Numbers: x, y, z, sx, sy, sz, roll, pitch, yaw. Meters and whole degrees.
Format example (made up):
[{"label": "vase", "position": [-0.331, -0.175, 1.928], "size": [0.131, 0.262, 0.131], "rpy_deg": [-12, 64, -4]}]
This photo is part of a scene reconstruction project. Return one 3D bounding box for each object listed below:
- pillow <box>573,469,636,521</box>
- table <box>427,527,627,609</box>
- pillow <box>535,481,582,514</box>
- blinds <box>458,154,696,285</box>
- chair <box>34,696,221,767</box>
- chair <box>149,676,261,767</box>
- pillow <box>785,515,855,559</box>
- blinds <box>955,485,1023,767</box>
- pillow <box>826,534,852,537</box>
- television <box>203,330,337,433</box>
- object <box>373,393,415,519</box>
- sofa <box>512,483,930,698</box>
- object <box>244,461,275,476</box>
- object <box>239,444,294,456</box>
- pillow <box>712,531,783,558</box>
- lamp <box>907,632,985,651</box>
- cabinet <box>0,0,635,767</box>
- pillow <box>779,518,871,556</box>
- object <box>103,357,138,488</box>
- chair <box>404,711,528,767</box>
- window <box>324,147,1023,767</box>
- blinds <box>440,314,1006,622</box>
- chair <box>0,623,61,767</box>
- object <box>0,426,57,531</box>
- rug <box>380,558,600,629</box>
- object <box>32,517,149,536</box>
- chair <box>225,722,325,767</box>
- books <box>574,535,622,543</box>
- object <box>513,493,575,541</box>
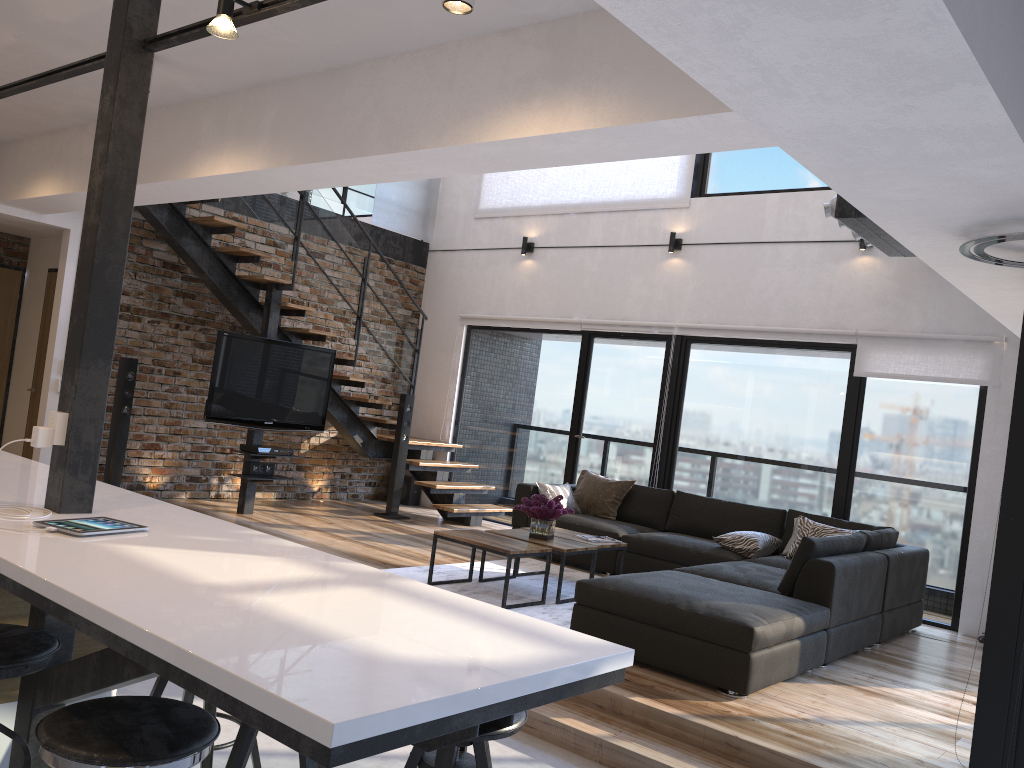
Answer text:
[{"label": "pillow", "position": [0.739, 0.958, 7.685], "size": [0.609, 0.382, 0.265], "rpy_deg": [6, -2, 40]}, {"label": "table", "position": [0.148, 1.201, 5.914], "size": [0.696, 0.350, 1.300], "rpy_deg": [6, -2, 39]}, {"label": "pillow", "position": [0.404, 0.976, 7.519], "size": [0.212, 0.265, 0.499], "rpy_deg": [6, -2, 40]}, {"label": "blinds", "position": [-0.738, -2.633, 8.826], "size": [10.198, 2.975, 1.997], "rpy_deg": [7, -1, 18]}, {"label": "chair", "position": [-0.831, 1.015, 1.838], "size": [0.358, 0.636, 0.356], "rpy_deg": [7, -1, -6]}, {"label": "chair", "position": [-1.054, 1.025, 3.011], "size": [0.366, 0.630, 0.367], "rpy_deg": [7, -1, 14]}, {"label": "pillow", "position": [2.215, 1.122, 6.228], "size": [0.531, 0.314, 0.251], "rpy_deg": [6, -2, 43]}, {"label": "blinds", "position": [2.606, 0.584, 3.165], "size": [1.829, 2.051, 3.861], "rpy_deg": [7, -2, -6]}, {"label": "pillow", "position": [2.071, 1.121, 5.819], "size": [0.273, 0.309, 0.547], "rpy_deg": [6, -2, 39]}, {"label": "television", "position": [-2.060, 0.013, 7.574], "size": [0.136, 0.783, 1.208], "rpy_deg": [7, -2, 40]}, {"label": "object", "position": [-1.090, 0.697, 8.617], "size": [0.270, 1.206, 0.271], "rpy_deg": [7, -1, 44]}, {"label": "sofa", "position": [0.865, 1.126, 6.114], "size": [3.041, 0.700, 3.002], "rpy_deg": [6, -2, 39]}, {"label": "object", "position": [-2.162, 0.727, 7.593], "size": [0.088, 0.112, 0.247], "rpy_deg": [6, -2, 39]}, {"label": "object", "position": [-2.082, 0.563, 7.541], "size": [0.274, 0.058, 0.360], "rpy_deg": [6, -2, 39]}, {"label": "pillow", "position": [1.750, 1.179, 6.564], "size": [0.355, 0.177, 0.531], "rpy_deg": [6, -2, 37]}, {"label": "lamp", "position": [3.055, 0.845, 6.068], "size": [1.467, 1.827, 0.425], "rpy_deg": [7, -1, 24]}, {"label": "cabinet", "position": [-3.023, -0.351, 3.176], "size": [9.107, 2.871, 2.476], "rpy_deg": [6, -2, 39]}, {"label": "pillow", "position": [2.261, 1.155, 6.389], "size": [0.611, 0.294, 0.235], "rpy_deg": [6, -2, 40]}, {"label": "object", "position": [-3.165, 0.385, 7.146], "size": [0.270, 1.206, 0.271], "rpy_deg": [7, -1, 29]}, {"label": "chair", "position": [-0.176, 1.116, 2.244], "size": [0.367, 0.630, 0.366], "rpy_deg": [8, -1, -36]}, {"label": "window", "position": [0.339, -1.170, 6.840], "size": [13.386, 5.566, 5.670], "rpy_deg": [6, -2, 39]}, {"label": "blinds", "position": [1.356, 0.461, 7.961], "size": [5.364, 2.043, 0.096], "rpy_deg": [6, -1, 39]}, {"label": "chair", "position": [-1.373, 0.956, 2.227], "size": [0.357, 0.636, 0.357], "rpy_deg": [7, -1, 18]}, {"label": "object", "position": [-1.366, 0.246, 2.444], "size": [0.214, 0.246, 0.417], "rpy_deg": [8, -2, -30]}, {"label": "rug", "position": [0.107, 1.371, 5.878], "size": [1.635, 0.003, 2.116], "rpy_deg": [6, -2, 39]}, {"label": "object", "position": [-1.153, 0.393, 2.436], "size": [0.187, 0.013, 0.240], "rpy_deg": [7, -2, 24]}, {"label": "chair", "position": [-0.686, 1.061, 2.606], "size": [0.365, 0.630, 0.365], "rpy_deg": [7, -1, -6]}, {"label": "books", "position": [0.602, 1.086, 6.215], "size": [0.295, 0.013, 0.228], "rpy_deg": [8, -2, -30]}, {"label": "object", "position": [0.220, 0.862, 5.923], "size": [0.341, 0.343, 0.375], "rpy_deg": [6, -2, 41]}]
